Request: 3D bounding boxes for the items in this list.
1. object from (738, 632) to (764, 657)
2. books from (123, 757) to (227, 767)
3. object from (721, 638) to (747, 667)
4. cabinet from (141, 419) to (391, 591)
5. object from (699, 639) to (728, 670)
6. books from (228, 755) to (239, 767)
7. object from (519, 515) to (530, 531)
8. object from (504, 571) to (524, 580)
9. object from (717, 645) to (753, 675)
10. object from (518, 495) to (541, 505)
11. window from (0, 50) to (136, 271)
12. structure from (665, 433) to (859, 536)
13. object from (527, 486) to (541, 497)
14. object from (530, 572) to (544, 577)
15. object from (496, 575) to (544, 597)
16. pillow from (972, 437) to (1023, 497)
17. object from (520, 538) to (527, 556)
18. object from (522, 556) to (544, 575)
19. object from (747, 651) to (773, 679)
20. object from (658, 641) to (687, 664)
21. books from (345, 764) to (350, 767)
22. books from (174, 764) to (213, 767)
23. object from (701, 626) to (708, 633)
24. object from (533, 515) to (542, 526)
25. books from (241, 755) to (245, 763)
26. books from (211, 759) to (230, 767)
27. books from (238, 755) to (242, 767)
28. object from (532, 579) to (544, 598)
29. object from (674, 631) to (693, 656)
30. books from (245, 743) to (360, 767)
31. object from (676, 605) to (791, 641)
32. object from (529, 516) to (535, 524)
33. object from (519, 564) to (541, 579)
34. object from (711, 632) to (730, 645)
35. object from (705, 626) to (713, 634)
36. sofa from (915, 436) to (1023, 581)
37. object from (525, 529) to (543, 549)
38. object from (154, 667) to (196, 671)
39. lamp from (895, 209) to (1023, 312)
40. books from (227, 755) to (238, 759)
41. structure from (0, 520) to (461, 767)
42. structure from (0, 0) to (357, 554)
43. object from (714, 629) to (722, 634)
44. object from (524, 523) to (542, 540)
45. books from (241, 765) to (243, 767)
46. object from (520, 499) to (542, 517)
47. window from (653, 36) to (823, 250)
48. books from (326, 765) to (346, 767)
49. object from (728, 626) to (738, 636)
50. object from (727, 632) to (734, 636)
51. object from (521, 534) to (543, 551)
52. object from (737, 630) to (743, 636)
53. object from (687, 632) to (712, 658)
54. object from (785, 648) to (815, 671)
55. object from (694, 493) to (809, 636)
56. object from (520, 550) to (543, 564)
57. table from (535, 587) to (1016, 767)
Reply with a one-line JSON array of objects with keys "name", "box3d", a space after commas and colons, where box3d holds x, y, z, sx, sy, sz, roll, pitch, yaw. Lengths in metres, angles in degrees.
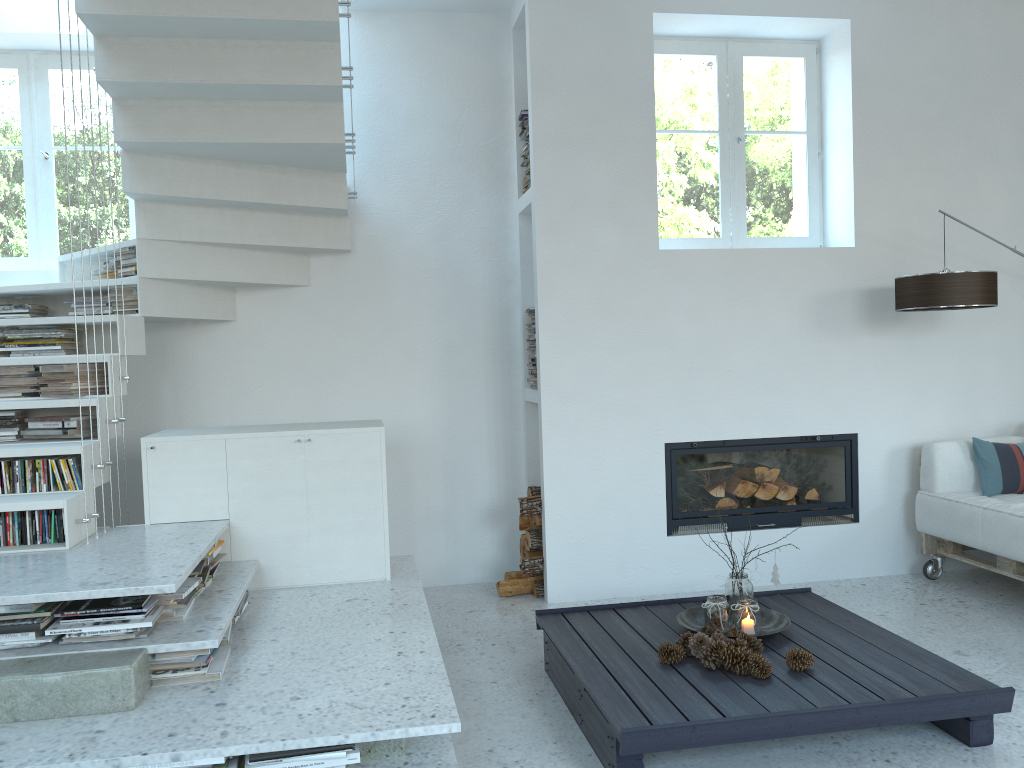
[{"name": "object", "box3d": [0.846, 0.929, 3.154, 0.092, 0.100, 0.083, -2, 2, -5]}, {"name": "books", "box3d": [-0.853, 0.938, 2.281, 0.256, 0.016, 0.182, -2, 2, -7]}, {"name": "object", "box3d": [0.756, 0.926, 3.065, 0.094, 0.108, 0.108, -4, 3, -42]}, {"name": "cabinet", "box3d": [-1.067, 0.531, 3.980, 0.993, 0.668, 0.551, -2, 2, -10]}, {"name": "object", "box3d": [0.687, 0.922, 3.029, 0.097, 0.106, 0.090, -2, 2, 12]}, {"name": "books", "box3d": [-0.852, 0.985, 2.284, 0.281, 0.013, 0.168, -2, 2, -15]}, {"name": "object", "box3d": [0.229, 0.780, 5.043, 0.406, 0.086, 0.087, -2, 2, -12]}, {"name": "object", "box3d": [0.183, 1.094, 5.022, 0.446, 0.098, 0.116, -2, 2, -14]}, {"name": "object", "box3d": [0.763, 0.934, 2.993, 0.114, 0.101, 0.110, -3, 2, -27]}, {"name": "object", "box3d": [0.248, 0.653, 4.949, 0.417, 0.101, 0.110, -2, 2, -8]}, {"name": "window", "box3d": [-2.601, -1.211, 4.870, 1.117, 1.227, 0.042, -2, 2, -10]}, {"name": "structure", "box3d": [1.338, 0.574, 5.151, 1.210, 0.584, 0.734, -2, 2, -13]}, {"name": "object", "box3d": [0.261, 0.643, 5.031, 0.332, 0.140, 0.141, -2, 2, -9]}, {"name": "object", "box3d": [0.279, 0.978, 4.850, 0.394, 0.107, 0.149, -3, 2, -19]}, {"name": "object", "box3d": [0.211, 1.077, 4.887, 0.642, 0.108, 0.134, -3, 2, -21]}, {"name": "pillow", "box3d": [2.653, 0.431, 4.693, 0.438, 0.317, 0.175, -2, 2, -2]}, {"name": "object", "box3d": [0.269, 0.926, 5.032, 0.439, 0.148, 0.128, -2, 2, -10]}, {"name": "object", "box3d": [0.259, 0.957, 4.750, 0.442, 0.094, 0.096, -2, 2, -13]}, {"name": "object", "box3d": [0.826, 0.941, 2.950, 0.082, 0.085, 0.082, -2, 2, 5]}, {"name": "object", "box3d": [0.563, 0.946, 3.120, 0.098, 0.084, 0.078, -2, 2, -9]}, {"name": "books", "box3d": [-0.550, 1.047, 2.338, 0.230, 0.017, 0.184, -2, 2, -8]}, {"name": "books", "box3d": [-0.853, 0.951, 2.282, 0.196, 0.010, 0.178, -2, 2, -5]}, {"name": "object", "box3d": [0.736, 0.939, 3.390, 0.029, 0.030, 0.025, -2, 2, 11]}, {"name": "object", "box3d": [0.337, 0.712, 4.846, 0.434, 0.103, 0.141, -2, 2, -14]}, {"name": "books", "box3d": [-0.853, 1.000, 2.296, 0.290, 0.004, 0.150, -2, 2, -6]}, {"name": "books", "box3d": [-0.854, 0.967, 2.292, 0.251, 0.006, 0.175, -2, 2, -10]}, {"name": "books", "box3d": [-0.855, 0.994, 2.305, 0.292, 0.007, 0.131, -2, 2, -14]}, {"name": "object", "box3d": [0.309, 1.099, 4.851, 0.408, 0.097, 0.138, -2, 2, -16]}, {"name": "object", "box3d": [0.625, 0.935, 3.191, 0.078, 0.101, 0.086, -3, 3, -36]}, {"name": "books", "box3d": [-0.553, 0.974, 2.341, 0.287, 0.027, 0.156, -2, 2, -15]}, {"name": "object", "box3d": [0.854, 0.929, 3.431, 0.429, 0.038, 0.429, -1, 2, 31]}, {"name": "object", "box3d": [0.266, 0.758, 4.964, 0.328, 0.152, 0.133, -2, 2, -13]}, {"name": "object", "box3d": [0.247, 0.963, 4.833, 0.445, 0.207, 0.084, -2, 2, -15]}, {"name": "object", "box3d": [0.737, 0.933, 3.154, 0.091, 0.086, 0.106, -2, 2, 4]}, {"name": "object", "box3d": [0.748, 0.937, 3.365, 0.031, 0.035, 0.031, -2, 2, -9]}, {"name": "sofa", "box3d": [2.799, 0.645, 3.879, 0.871, 0.854, 2.194, -2, 2, -10]}, {"name": "object", "box3d": [0.277, 0.830, 4.834, 0.393, 0.092, 0.129, -2, 2, -14]}, {"name": "object", "box3d": [-1.034, 0.858, 2.785, 0.140, 0.004, 0.204, -2, 2, -7]}, {"name": "lamp", "box3d": [2.719, 0.073, 4.754, 1.558, 1.967, 0.470, -3, 2, -24]}, {"name": "books", "box3d": [-0.856, 0.959, 2.303, 0.284, 0.008, 0.133, -2, 2, -14]}, {"name": "structure", "box3d": [-1.889, 0.932, 3.352, 3.112, 0.659, 2.898, -2, 2, -10]}, {"name": "structure", "box3d": [-1.594, -0.778, 3.481, 1.954, 3.384, 2.612, -2, 2, -10]}, {"name": "object", "box3d": [0.773, 0.937, 3.328, 0.030, 0.035, 0.035, -2, 2, -11]}, {"name": "object", "box3d": [0.252, 0.866, 4.928, 0.405, 0.225, 0.068, -3, 2, -17]}, {"name": "books", "box3d": [-0.849, 1.040, 2.282, 0.275, 0.006, 0.191, -2, 2, -8]}, {"name": "object", "box3d": [0.248, 0.652, 4.742, 0.442, 0.094, 0.096, -2, 2, -13]}, {"name": "window", "box3d": [1.252, -1.348, 5.035, 1.117, 1.227, 0.072, -2, 2, -10]}, {"name": "books", "box3d": [-0.556, 0.996, 2.361, 0.224, 0.019, 0.137, -2, 2, -9]}, {"name": "object", "box3d": [0.833, 0.931, 3.337, 0.038, 0.043, 0.039, -4, 3, -39]}, {"name": "object", "box3d": [0.813, 0.940, 3.312, 0.026, 0.027, 0.030, -4, 3, -43]}, {"name": "object", "box3d": [0.250, 0.882, 4.993, 0.397, 0.109, 0.132, -3, 2, -25]}, {"name": "object", "box3d": [0.854, 0.935, 3.312, 0.030, 0.035, 0.035, -1, 2, 13]}, {"name": "object", "box3d": [0.669, 0.927, 3.144, 0.099, 0.102, 0.097, -4, 3, -39]}, {"name": "object", "box3d": [0.978, 0.932, 3.001, 0.098, 0.083, 0.081, -2, 2, -5]}, {"name": "object", "box3d": [0.929, 0.683, 3.445, 0.435, 0.522, 0.308, -1, 2, 21]}, {"name": "object", "box3d": [0.276, 0.963, 4.983, 0.440, 0.109, 0.168, -3, 2, -22]}, {"name": "table", "box3d": [0.828, 1.056, 3.253, 1.257, 0.218, 1.269, -2, 2, -10]}]
